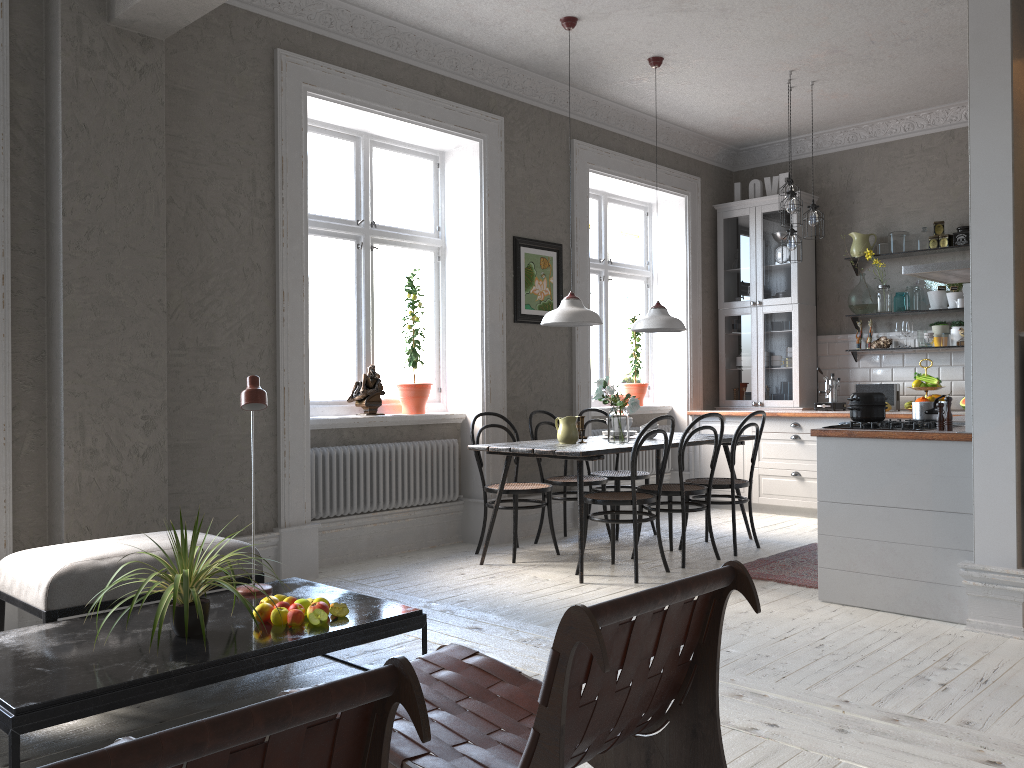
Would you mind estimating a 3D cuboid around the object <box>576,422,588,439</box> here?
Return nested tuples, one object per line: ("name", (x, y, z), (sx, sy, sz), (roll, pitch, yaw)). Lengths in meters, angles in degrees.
("object", (0.447, 0.312, 5.982), (0.137, 0.112, 0.142), (-1, 0, 26))

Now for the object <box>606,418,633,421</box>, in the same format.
("object", (0.732, 0.279, 6.031), (0.176, 0.094, 0.183), (-1, 0, 35))

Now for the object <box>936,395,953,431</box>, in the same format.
("object", (2.021, 0.134, 4.139), (0.071, 0.167, 0.036), (-1, 0, 44))

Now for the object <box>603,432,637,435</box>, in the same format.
("object", (0.733, 0.343, 6.031), (0.235, 0.027, 0.239), (-1, 0, 12))

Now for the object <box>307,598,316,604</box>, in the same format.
("object", (-0.706, 0.782, 3.132), (0.067, 0.039, 0.063), (0, 0, -41))

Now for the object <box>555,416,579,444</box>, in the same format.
("object", (0.338, 0.282, 5.478), (0.149, 0.170, 0.136), (-1, 0, 5))

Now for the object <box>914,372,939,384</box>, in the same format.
("object", (3.288, -0.046, 7.020), (0.068, 0.101, 0.206), (0, 0, -40))

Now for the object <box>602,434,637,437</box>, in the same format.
("object", (0.733, 0.353, 6.031), (0.242, 0.027, 0.233), (0, 0, -28))

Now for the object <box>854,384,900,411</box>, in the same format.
("object", (3.029, 0.111, 7.355), (0.344, 0.226, 0.090), (-1, 0, 44))

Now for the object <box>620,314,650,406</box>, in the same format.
("object", (1.082, -0.213, 7.814), (0.263, 0.813, 0.256), (0, 0, -19))

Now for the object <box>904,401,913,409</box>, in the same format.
("object", (3.233, 0.173, 7.138), (0.153, 0.072, 0.075), (0, 0, -18))

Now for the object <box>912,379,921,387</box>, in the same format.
("object", (3.213, -0.002, 7.030), (0.080, 0.069, 0.058), (0, 0, -27))

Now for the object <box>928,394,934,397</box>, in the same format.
("object", (3.358, 0.126, 7.083), (0.083, 0.093, 0.088), (-1, 0, 40))

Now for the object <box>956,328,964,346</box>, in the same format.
("object", (3.580, -0.373, 6.989), (0.117, 0.147, 0.101), (-1, 0, 11))

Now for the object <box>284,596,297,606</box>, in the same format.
("object", (-0.776, 0.773, 3.099), (0.056, 0.058, 0.059), (-1, 0, 26))

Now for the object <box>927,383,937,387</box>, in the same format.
("object", (3.317, 0.021, 7.000), (0.074, 0.062, 0.102), (-1, 0, 17))

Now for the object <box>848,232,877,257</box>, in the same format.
("object", (2.980, -1.182, 7.545), (0.176, 0.216, 0.187), (0, 0, -33))

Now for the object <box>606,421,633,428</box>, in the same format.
("object", (0.732, 0.299, 6.031), (0.176, 0.094, 0.183), (-1, 0, 35))

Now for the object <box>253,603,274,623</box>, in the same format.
("object", (-0.835, 0.769, 2.979), (0.071, 0.066, 0.069), (0, 0, -31))

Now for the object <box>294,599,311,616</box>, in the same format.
("object", (-0.725, 0.772, 3.063), (0.062, 0.058, 0.061), (-1, 0, -2))

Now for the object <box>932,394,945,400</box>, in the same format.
("object", (3.383, 0.108, 6.999), (0.124, 0.056, 0.061), (-1, 0, 36))

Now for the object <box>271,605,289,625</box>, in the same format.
("object", (-0.772, 0.770, 2.951), (0.063, 0.063, 0.060), (0, 0, -15))

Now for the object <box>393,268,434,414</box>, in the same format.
("object", (-0.667, -0.293, 5.974), (0.271, 0.991, 0.268), (0, 0, -7))

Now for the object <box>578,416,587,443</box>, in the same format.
("object", (0.436, 0.283, 5.503), (0.060, 0.167, 0.058), (0, 0, -33))

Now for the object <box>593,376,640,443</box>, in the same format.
("object", (0.651, 0.157, 5.468), (0.305, 0.414, 0.257), (-1, 0, 42))

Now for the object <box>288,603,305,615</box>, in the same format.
("object", (-0.731, 0.772, 3.001), (0.055, 0.058, 0.060), (-1, 0, 34))

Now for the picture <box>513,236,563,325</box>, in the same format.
("picture", (0.199, -0.746, 6.503), (0.019, 0.619, 0.532), (-1, 0, 44))

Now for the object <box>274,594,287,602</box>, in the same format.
("object", (-0.828, 0.776, 3.146), (0.068, 0.055, 0.060), (-1, 0, 11))

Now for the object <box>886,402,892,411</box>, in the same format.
("object", (2.956, 0.182, 7.140), (0.193, 0.083, 0.193), (-1, 0, 44))

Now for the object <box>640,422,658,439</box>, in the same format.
("object", (0.916, 0.304, 5.916), (0.130, 0.119, 0.122), (0, 0, -31))

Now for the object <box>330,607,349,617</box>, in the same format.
("object", (-0.594, 0.782, 3.043), (0.067, 0.037, 0.047), (0, 0, -20))

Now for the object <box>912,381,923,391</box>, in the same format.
("object", (3.256, 0.013, 7.095), (0.094, 0.078, 0.103), (-1, 0, 31))

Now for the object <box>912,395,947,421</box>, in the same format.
("object", (2.147, 0.120, 4.458), (0.176, 0.134, 0.301), (0, 0, -11))

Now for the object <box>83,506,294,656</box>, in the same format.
("object", (-1.008, 0.601, 2.841), (0.675, 0.420, 0.718), (0, 0, -28))

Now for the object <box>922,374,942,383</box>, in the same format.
("object", (3.356, -0.036, 7.051), (0.090, 0.096, 0.177), (0, 0, -26))

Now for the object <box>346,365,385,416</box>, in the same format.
("object", (-0.939, 0.039, 5.682), (0.242, 0.329, 0.117), (0, 0, -45))

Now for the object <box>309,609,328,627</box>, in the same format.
("object", (-0.643, 0.774, 2.926), (0.061, 0.053, 0.057), (0, 0, -40))

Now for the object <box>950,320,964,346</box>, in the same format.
("object", (3.589, -0.407, 7.104), (0.149, 0.214, 0.171), (0, 0, -16))

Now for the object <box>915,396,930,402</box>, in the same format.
("object", (3.219, 0.149, 6.948), (0.112, 0.110, 0.112), (-1, 0, 11))

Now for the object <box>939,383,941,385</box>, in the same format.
("object", (3.375, 0.012, 7.039), (0.061, 0.060, 0.066), (-1, 0, 31))

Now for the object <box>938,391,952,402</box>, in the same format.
("object", (3.397, 0.114, 6.975), (0.127, 0.120, 0.060), (0, 0, -23))

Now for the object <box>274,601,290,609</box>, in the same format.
("object", (-0.789, 0.774, 3.034), (0.057, 0.056, 0.061), (-1, 0, 30))

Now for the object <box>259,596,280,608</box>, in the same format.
("object", (-0.842, 0.770, 3.071), (0.072, 0.066, 0.065), (0, 0, -41))

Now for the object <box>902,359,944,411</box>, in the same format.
("object", (3.297, 0.010, 7.049), (0.345, 0.425, 0.358), (-1, 0, 29))

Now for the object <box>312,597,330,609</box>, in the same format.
("object", (-0.663, 0.770, 3.068), (0.059, 0.062, 0.065), (-1, 0, 25))

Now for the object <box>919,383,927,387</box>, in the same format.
("object", (3.253, 0.020, 7.013), (0.062, 0.061, 0.068), (-1, 0, 44))

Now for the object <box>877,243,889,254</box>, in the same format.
("object", (3.134, -1.131, 7.479), (0.101, 0.111, 0.105), (-1, 0, 43))

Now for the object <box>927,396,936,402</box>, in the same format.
("object", (3.300, 0.137, 6.977), (0.089, 0.078, 0.087), (0, 0, -20))

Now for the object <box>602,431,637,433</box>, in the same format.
("object", (0.733, 0.335, 6.031), (0.241, 0.027, 0.233), (0, 0, -23))

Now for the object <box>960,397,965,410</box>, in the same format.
("object", (3.478, 0.132, 6.636), (0.221, 0.174, 0.232), (0, 0, -25))

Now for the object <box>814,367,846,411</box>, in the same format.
("object", (2.692, 0.044, 7.554), (0.201, 0.370, 0.361), (-1, 0, 44))

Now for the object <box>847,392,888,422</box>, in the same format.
("object", (1.795, 0.116, 4.471), (0.187, 0.147, 0.196), (-1, 0, 23))

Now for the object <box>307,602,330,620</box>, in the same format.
("object", (-0.655, 0.769, 2.991), (0.076, 0.064, 0.074), (0, 0, -16))

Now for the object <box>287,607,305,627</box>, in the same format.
("object", (-0.715, 0.772, 2.929), (0.057, 0.058, 0.056), (0, 0, -22))

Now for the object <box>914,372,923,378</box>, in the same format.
("object", (3.244, -0.067, 7.068), (0.072, 0.058, 0.051), (-1, 0, 20))

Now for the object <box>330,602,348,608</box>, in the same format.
("object", (-0.607, 0.783, 3.113), (0.062, 0.036, 0.047), (0, 0, -36))

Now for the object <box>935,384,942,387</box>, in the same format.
("object", (3.367, 0.018, 6.995), (0.050, 0.050, 0.051), (0, 0, -37))
